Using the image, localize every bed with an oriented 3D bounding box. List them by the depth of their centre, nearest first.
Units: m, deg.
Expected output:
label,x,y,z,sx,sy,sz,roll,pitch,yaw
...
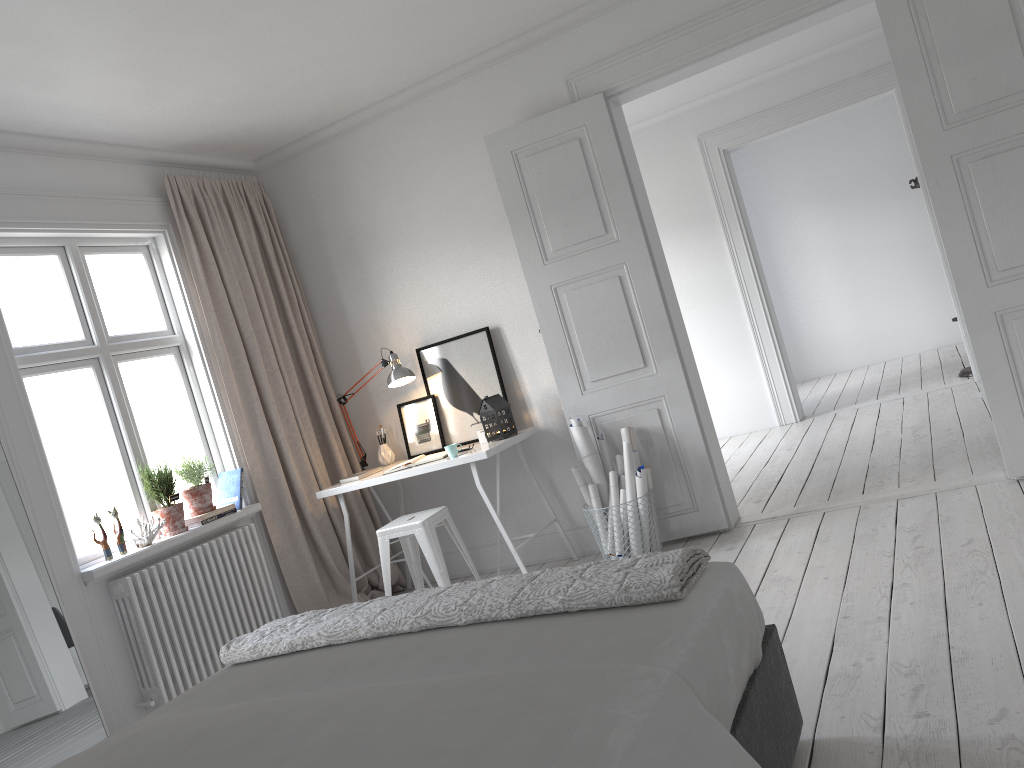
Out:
label,x,y,z,sx,sy,sz,roll,pitch,yaw
bed,-0.530,0.729,1.742,1.887,1.168,2.177,-16,2,26

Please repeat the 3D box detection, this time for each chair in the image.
label,x,y,z,sx,sy,sz,roll,pitch,yaw
chair,-0.447,0.950,4.626,0.407,0.527,0.409,-16,2,21

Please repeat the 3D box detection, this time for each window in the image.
label,x,y,z,sx,sy,sz,roll,pitch,yaw
window,-1.954,0.036,4.331,0.079,1.536,1.048,-16,2,26

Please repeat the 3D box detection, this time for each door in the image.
label,x,y,z,sx,sy,sz,roll,pitch,yaw
door,2.210,-0.771,3.846,0.666,2.326,0.034,-16,2,26
door,0.481,-0.285,4.661,0.677,2.326,0.034,-16,2,17

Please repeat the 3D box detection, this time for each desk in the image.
label,x,y,z,sx,sy,sz,roll,pitch,yaw
desk,-0.359,0.788,4.919,1.162,0.776,0.641,-16,2,26

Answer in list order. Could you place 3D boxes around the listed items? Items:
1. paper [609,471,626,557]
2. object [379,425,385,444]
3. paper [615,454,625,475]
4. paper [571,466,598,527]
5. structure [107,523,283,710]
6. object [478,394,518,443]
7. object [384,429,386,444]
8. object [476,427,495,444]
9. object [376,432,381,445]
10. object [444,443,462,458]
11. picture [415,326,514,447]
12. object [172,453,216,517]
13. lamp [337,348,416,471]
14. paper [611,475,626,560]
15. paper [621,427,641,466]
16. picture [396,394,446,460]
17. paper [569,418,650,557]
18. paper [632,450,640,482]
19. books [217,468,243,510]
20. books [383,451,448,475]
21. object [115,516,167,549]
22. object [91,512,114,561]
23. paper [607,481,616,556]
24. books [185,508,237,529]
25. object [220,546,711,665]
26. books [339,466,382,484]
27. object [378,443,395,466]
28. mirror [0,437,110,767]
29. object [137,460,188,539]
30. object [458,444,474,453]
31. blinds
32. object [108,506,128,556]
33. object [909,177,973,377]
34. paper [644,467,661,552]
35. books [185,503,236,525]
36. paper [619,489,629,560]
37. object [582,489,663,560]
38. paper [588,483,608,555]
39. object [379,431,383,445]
label,x,y,z,sx,sy,sz,roll,pitch,yaw
paper,0.531,0.653,4.477,0.049,0.403,0.244,-16,2,28
object,-0.767,0.364,5.349,0.023,0.239,0.028,-16,2,23
paper,0.600,0.638,4.579,0.047,0.542,0.200,-16,2,29
paper,0.441,0.680,4.579,0.046,0.547,0.166,-18,2,-41
structure,-1.519,1.096,4.296,0.215,0.600,0.936,-16,2,26
object,-0.084,0.176,4.800,0.135,0.248,0.135,-15,2,41
object,-0.758,0.379,5.337,0.054,0.207,0.008,-16,1,9
object,-0.143,0.282,4.892,0.065,0.073,0.078,-16,2,21
object,-0.786,0.387,5.341,0.008,0.207,0.054,-17,1,-9
object,-0.300,0.344,4.557,0.082,0.065,0.064,-16,2,24
picture,-0.271,0.033,5.082,0.492,0.614,0.062,-16,2,26
object,-1.598,0.500,4.509,0.220,0.318,0.210,-17,2,-27
lamp,-0.768,0.184,5.150,0.568,0.745,0.164,-16,2,21
paper,0.551,0.696,4.522,0.253,0.432,0.054,-17,2,-29
paper,0.652,0.554,4.581,0.181,0.669,0.073,-18,2,-42
picture,-0.530,0.253,5.189,0.261,0.333,0.062,-16,2,26
paper,0.533,0.526,4.524,0.181,0.793,0.431,-17,2,-21
paper,0.644,0.615,4.512,0.153,0.553,0.060,-17,2,-19
books,-1.491,0.566,4.697,0.175,0.211,0.101,-16,2,29
books,-0.503,0.414,4.797,0.358,0.029,0.291,-16,2,12
object,-1.719,0.689,4.146,0.186,0.149,0.212,-15,2,34
object,-1.840,0.682,3.970,0.052,0.224,0.045,-16,1,2
paper,0.514,0.676,4.519,0.047,0.358,0.239,-15,2,40
books,-1.548,0.688,4.523,0.156,0.022,0.245,-15,2,30
object,-0.171,0.625,2.499,1.459,0.104,0.405,-16,2,26
books,-0.851,0.513,4.997,0.149,0.024,0.207,-15,2,32
object,-0.761,0.423,5.337,0.101,0.126,0.101,-16,2,26
mirror,-2.005,0.918,3.341,0.145,1.554,0.669,-16,2,26
object,-1.692,0.534,4.307,0.183,0.410,0.199,-17,2,-14
object,-0.279,0.342,4.719,0.133,0.047,0.114,-16,2,13
blinds,-1.263,0.056,5.081,0.224,2.680,0.831,-16,2,26
object,-1.791,0.666,4.031,0.045,0.224,0.052,-17,2,-23
object,3.592,-0.903,7.167,0.374,1.658,0.374,-17,2,-17
paper,0.700,0.649,4.479,0.123,0.464,0.057,-16,1,-2
books,-1.552,0.665,4.515,0.157,0.025,0.246,-16,2,28
paper,0.590,0.720,4.474,0.234,0.389,0.078,-17,2,-34
object,0.583,0.745,4.504,0.374,0.350,0.374,-16,2,28
paper,0.452,0.689,4.533,0.047,0.361,0.129,-16,2,15
object,-0.777,0.385,5.350,0.008,0.207,0.054,-16,1,13
